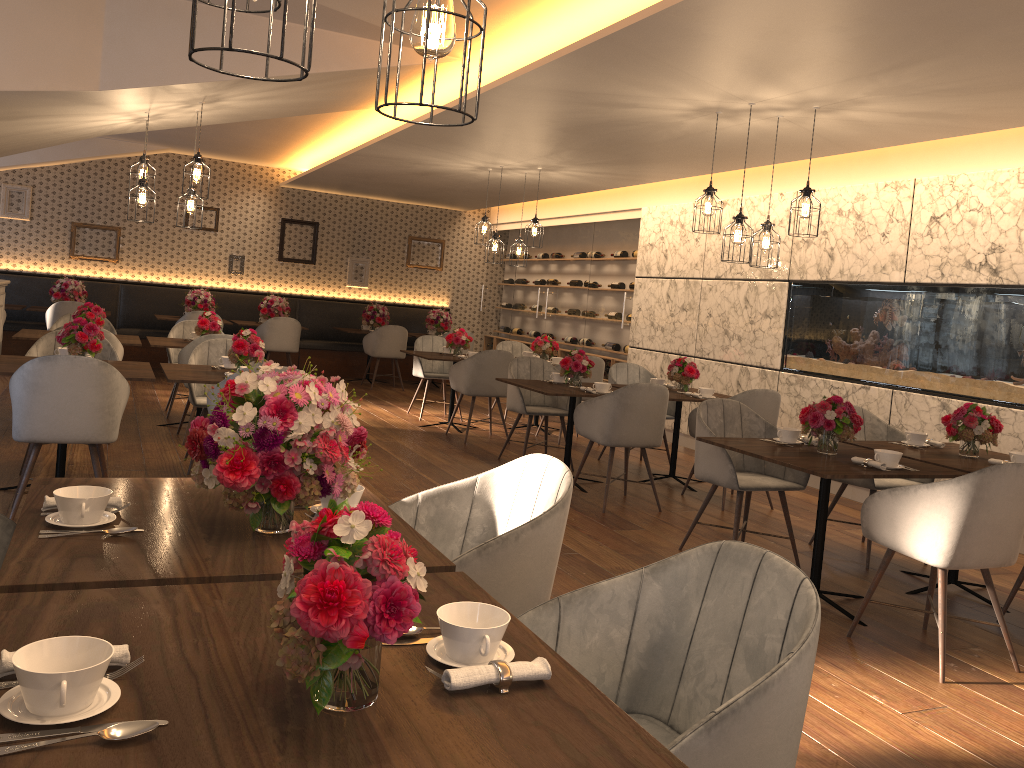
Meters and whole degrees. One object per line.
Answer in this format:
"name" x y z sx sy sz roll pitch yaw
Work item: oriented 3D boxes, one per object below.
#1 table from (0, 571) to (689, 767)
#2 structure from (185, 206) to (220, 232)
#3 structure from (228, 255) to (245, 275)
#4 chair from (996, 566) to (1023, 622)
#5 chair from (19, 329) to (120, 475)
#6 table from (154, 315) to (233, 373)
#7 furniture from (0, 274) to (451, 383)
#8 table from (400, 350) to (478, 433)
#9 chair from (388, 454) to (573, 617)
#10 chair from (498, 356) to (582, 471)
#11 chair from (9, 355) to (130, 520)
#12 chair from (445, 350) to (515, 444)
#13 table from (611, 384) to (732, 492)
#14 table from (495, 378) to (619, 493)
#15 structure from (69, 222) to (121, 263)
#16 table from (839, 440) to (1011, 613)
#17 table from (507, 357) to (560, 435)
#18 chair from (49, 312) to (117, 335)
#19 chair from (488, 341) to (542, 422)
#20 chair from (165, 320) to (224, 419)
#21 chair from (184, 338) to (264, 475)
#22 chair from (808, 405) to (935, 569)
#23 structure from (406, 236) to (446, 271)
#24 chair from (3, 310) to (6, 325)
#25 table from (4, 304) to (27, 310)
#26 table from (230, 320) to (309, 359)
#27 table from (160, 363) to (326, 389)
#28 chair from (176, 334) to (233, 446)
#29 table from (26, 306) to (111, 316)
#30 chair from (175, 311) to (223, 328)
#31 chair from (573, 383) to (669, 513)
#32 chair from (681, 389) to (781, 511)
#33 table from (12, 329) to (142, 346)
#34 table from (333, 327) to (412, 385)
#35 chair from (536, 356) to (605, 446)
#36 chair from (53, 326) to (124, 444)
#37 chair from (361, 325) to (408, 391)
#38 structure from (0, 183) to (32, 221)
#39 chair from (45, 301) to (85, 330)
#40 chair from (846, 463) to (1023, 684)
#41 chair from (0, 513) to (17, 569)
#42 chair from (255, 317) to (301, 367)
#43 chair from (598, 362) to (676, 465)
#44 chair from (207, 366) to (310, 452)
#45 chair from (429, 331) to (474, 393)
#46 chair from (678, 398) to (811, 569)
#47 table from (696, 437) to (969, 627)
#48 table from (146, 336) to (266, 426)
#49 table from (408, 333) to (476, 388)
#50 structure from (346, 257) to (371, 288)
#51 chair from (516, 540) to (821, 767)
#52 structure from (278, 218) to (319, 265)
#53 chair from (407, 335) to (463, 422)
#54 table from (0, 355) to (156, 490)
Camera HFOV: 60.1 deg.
"table" -0.361 0.803 1.356 0.895 0.719 0.900 3 4 -25
"structure" -4.298 -2.299 12.287 0.448 0.344 0.016 3 3 -25
"structure" -3.893 -1.684 12.517 0.216 0.277 0.018 4 2 -25
"chair" 2.682 0.750 4.089 0.564 0.870 0.528 4 3 -25
"chair" -2.833 0.099 5.681 0.564 0.870 0.528 4 3 -25
"table" -4.162 -0.483 11.462 0.895 0.719 0.900 3 4 -25
"furniture" -4.133 -0.727 12.161 7.078 1.079 0.543 3 3 -25
"table" -0.592 0.082 8.878 0.895 0.719 0.900 3 4 -25
"chair" -0.149 0.638 2.521 0.525 0.870 0.567 4 3 -25
"chair" 0.215 0.232 7.244 0.564 0.870 0.528 4 3 -25
"chair" -2.257 0.263 4.487 0.564 0.870 0.528 4 3 -25
"chair" -0.273 0.091 8.281 0.564 0.870 0.528 4 3 -25
"table" 1.300 0.427 7.027 0.895 0.719 0.900 3 4 -25
"table" 0.431 0.385 6.627 0.895 0.719 0.900 3 4 -25
"structure" -5.528 -1.874 11.748 0.600 0.484 0.032 3 3 -25
"table" 2.363 0.742 4.685 0.895 0.719 0.900 3 4 -25
"table" 0.278 0.124 9.278 0.895 0.719 0.900 3 4 -25
"chair" -3.792 -0.184 7.791 0.564 0.870 0.528 4 3 -25
"chair" 0.062 -0.029 9.894 0.564 0.870 0.528 4 3 -25
"chair" -2.922 -0.142 8.191 0.564 0.870 0.528 4 3 -25
"chair" -1.963 0.141 6.080 0.564 0.870 0.528 4 3 -25
"chair" 2.148 0.589 5.301 0.564 0.870 0.528 4 3 -25
"structure" -1.328 -2.011 13.653 0.600 0.484 0.032 3 3 -25
"chair" -5.996 -0.579 9.875 0.564 0.870 0.528 4 3 -25
"table" -6.315 -0.588 10.472 0.895 0.719 0.900 3 4 -25
"table" -3.292 -0.441 11.862 0.895 0.719 0.900 3 4 -25
"table" -1.705 0.297 5.483 0.895 0.719 0.900 3 4 -25
"chair" -2.346 0.021 6.998 0.564 0.870 0.528 4 3 -25
"table" -5.445 -0.546 10.872 0.895 0.719 0.900 3 4 -25
"chair" -3.843 -0.475 10.866 0.564 0.870 0.528 4 3 -25
"chair" 0.749 0.393 6.031 0.564 0.870 0.528 4 3 -25
"chair" 1.618 0.435 6.431 0.564 0.870 0.528 4 3 -25
"table" -3.534 -0.029 7.195 0.895 0.719 0.900 3 4 -25
"table" -2.008 -0.379 12.452 0.895 0.719 0.900 3 4 -25
"chair" 0.596 0.133 8.681 0.564 0.870 0.528 4 3 -25
"chair" -3.215 -0.021 6.598 0.564 0.870 0.528 4 3 -25
"chair" -1.690 -0.371 11.856 0.564 0.870 0.528 4 3 -25
"structure" -6.351 -2.330 11.337 0.339 0.439 0.035 4 2 -25
"chair" -5.127 -0.537 10.275 0.564 0.870 0.528 4 3 -25
"chair" 1.812 0.708 3.689 0.564 0.870 0.528 4 3 -25
"chair" -1.345 0.582 1.951 0.525 0.870 0.567 4 3 -25
"chair" -2.973 -0.433 11.265 0.564 0.870 0.528 4 3 -25
"chair" 1.084 0.274 7.643 0.564 0.870 0.528 4 3 -25
"chair" -1.387 0.305 4.887 0.564 0.870 0.528 4 3 -25
"chair" -0.820 -0.329 12.256 0.564 0.870 0.528 4 3 -25
"chair" 1.278 0.547 4.902 0.564 0.870 0.528 4 3 -25
"table" 1.494 0.700 4.285 0.895 0.719 0.900 3 4 -25
"table" -2.664 0.013 7.594 0.895 0.719 0.900 3 4 -25
"table" -1.139 -0.337 12.852 0.895 0.719 0.900 3 4 -25
"structure" -2.294 -1.663 13.239 0.339 0.439 0.035 4 2 -25
"chair" 0.239 0.753 1.668 0.525 0.870 0.567 4 3 -25
"structure" -3.097 -2.065 12.850 0.543 0.631 0.035 4 2 -25
"chair" -0.807 -0.071 9.494 0.564 0.870 0.528 4 3 -25
"table" -2.575 0.254 5.084 0.895 0.719 0.900 3 4 -25
